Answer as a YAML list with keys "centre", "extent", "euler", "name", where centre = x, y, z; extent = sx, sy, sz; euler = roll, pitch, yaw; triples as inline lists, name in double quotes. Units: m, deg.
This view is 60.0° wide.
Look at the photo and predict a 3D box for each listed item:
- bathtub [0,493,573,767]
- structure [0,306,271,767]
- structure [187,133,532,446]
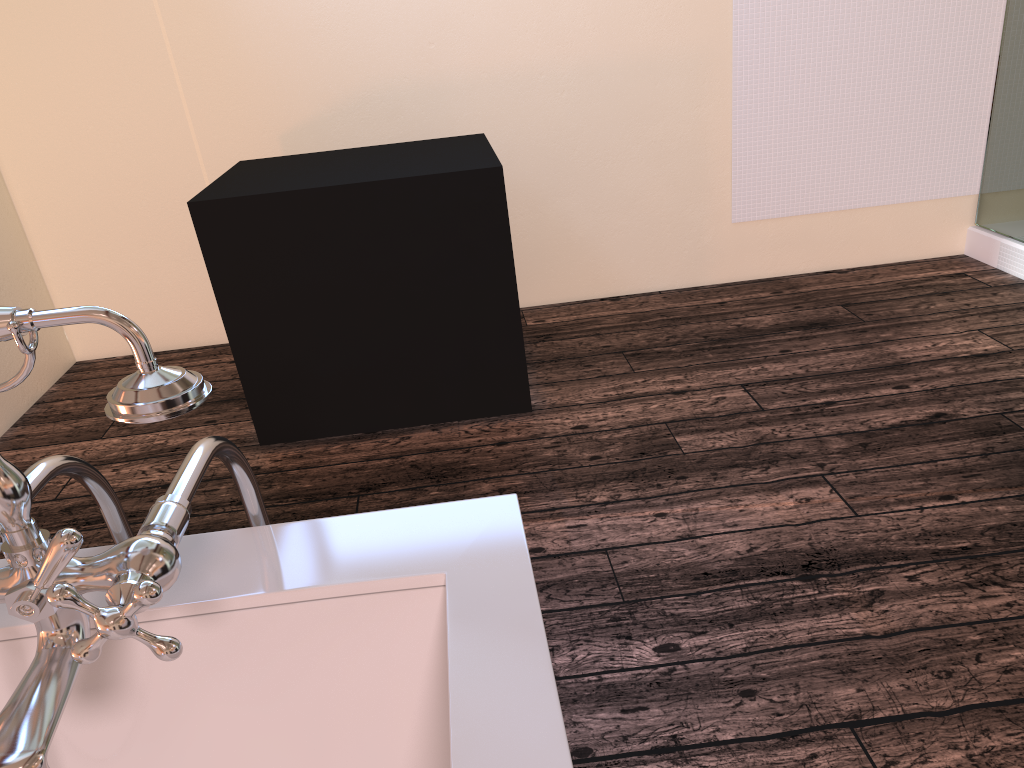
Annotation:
- centre: [-0.249, 0.958, 0.176]
  extent: [0.798, 0.705, 2.182]
  euler: [-8, 25, -2]
  name: "bathtub"
- centre: [-0.333, 0.398, 0.944]
  extent: [0.384, 1.138, 0.545]
  euler: [-1, 27, 11]
  name: "structure"
- centre: [-0.447, -0.382, 2.979]
  extent: [0.869, 0.874, 0.788]
  euler: [-8, 26, -2]
  name: "structure"
